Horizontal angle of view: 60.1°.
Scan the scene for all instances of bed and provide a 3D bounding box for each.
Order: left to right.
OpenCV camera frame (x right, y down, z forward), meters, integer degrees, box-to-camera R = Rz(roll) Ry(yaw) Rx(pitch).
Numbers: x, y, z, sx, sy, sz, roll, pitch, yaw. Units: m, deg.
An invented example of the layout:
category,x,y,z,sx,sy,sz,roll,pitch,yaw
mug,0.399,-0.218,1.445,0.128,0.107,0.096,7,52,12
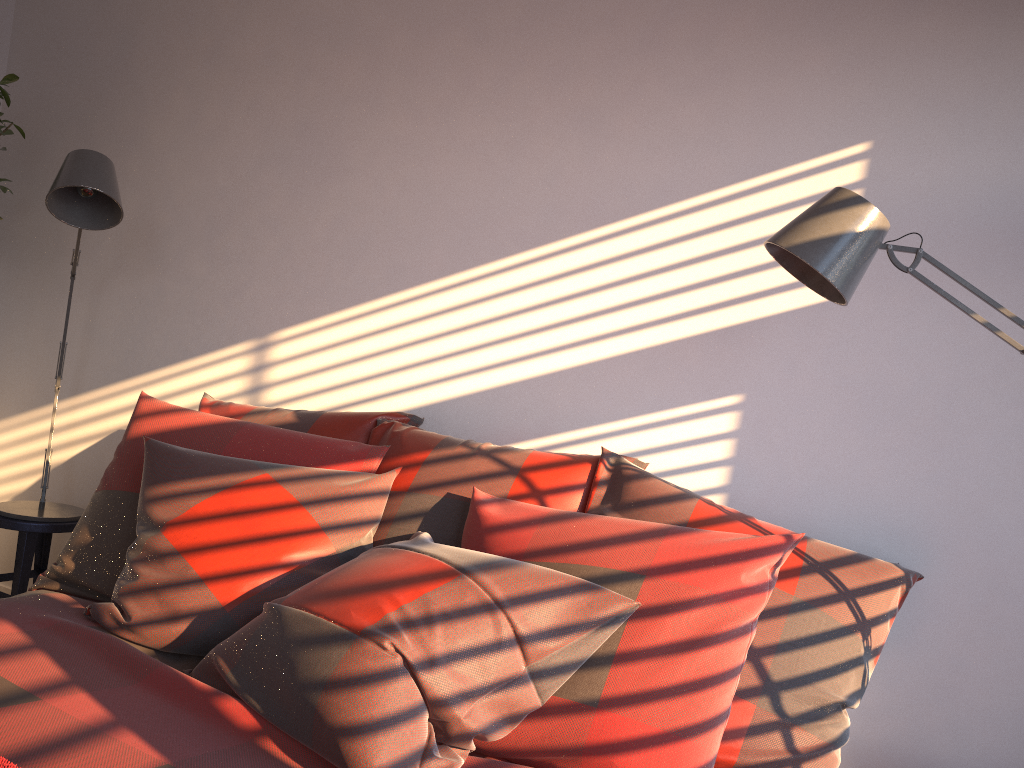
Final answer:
category,x,y,z,sx,sy,sz,roll,pitch,yaw
bed,-0.597,0.681,1.420,2.029,0.771,2.319,9,0,26

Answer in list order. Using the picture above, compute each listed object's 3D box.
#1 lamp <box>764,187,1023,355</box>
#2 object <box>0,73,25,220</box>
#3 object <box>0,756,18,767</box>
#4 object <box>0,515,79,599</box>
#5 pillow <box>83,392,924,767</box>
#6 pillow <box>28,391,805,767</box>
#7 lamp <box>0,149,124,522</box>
category,x,y,z,sx,sy,sz,roll,pitch,yaw
lamp,0.794,0.235,1.639,0.786,1.129,0.279,10,3,18
object,-2.149,-0.191,2.893,0.809,2.024,0.803,10,3,29
object,-0.922,0.694,0.838,2.635,0.661,0.684,9,1,27
object,-1.621,0.670,2.975,0.337,0.481,0.342,10,2,26
pillow,-0.279,0.445,1.954,2.134,0.735,1.146,9,1,24
pillow,-0.331,0.408,2.017,1.807,0.552,0.529,9,1,27
lamp,-1.392,-0.109,2.711,0.280,1.129,0.784,8,2,-23
